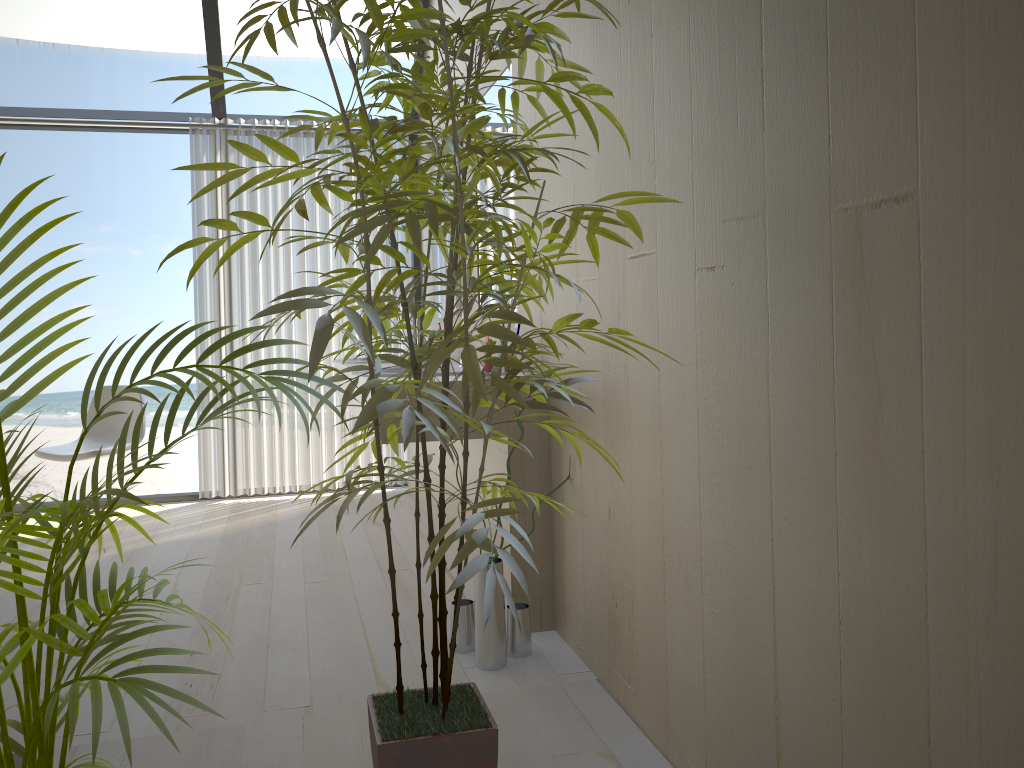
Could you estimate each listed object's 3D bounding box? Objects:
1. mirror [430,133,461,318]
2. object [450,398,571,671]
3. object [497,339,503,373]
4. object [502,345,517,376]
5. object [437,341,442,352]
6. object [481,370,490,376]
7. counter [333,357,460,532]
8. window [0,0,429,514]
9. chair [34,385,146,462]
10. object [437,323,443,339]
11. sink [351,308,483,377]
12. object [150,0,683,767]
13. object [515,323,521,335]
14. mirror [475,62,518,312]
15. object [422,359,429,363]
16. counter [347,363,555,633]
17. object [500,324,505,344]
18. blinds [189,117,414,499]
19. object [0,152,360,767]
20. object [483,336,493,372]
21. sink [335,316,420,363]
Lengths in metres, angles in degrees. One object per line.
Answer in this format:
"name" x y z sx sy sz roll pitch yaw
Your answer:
"mirror" -0.334 -0.762 4.365 0.023 0.868 0.654 -1 2 -14
"object" 0.019 0.405 2.538 0.407 0.748 0.274 -2 1 -26
"object" -0.037 -0.101 2.993 0.039 0.135 0.039 -1 1 27
"object" -0.011 -0.072 2.812 0.058 0.100 0.058 -1 1 -4
"object" -0.305 -0.144 3.982 0.058 0.100 0.058 -2 1 -7
"object" -0.104 -0.038 2.811 0.104 0.029 0.033 0 3 26
"counter" -0.567 0.277 4.395 0.550 0.790 1.207 -2 3 -14
"window" -2.682 -0.701 4.374 4.562 2.812 0.745 -2 1 -14
"chair" -2.058 0.193 4.370 0.369 0.347 0.455 -1 3 14
"object" -0.319 -0.184 3.954 0.012 0.178 0.050 -1 1 25
"sink" -0.321 -0.062 3.178 0.504 0.419 0.574 -2 3 -11
"object" -0.094 -0.034 1.546 0.786 1.755 0.936 -1 1 11
"object" 0.004 -0.113 2.808 0.054 0.175 0.012 -1 0 11
"mirror" -0.055 -0.701 3.367 0.023 0.868 0.654 -1 2 -14
"object" -0.398 -0.110 3.981 0.104 0.029 0.033 0 3 26
"counter" -0.273 0.349 3.226 0.550 0.790 1.207 -2 3 -14
"object" -0.024 -0.112 2.785 0.012 0.178 0.050 -1 1 25
"blinds" -1.152 -0.435 4.958 1.183 2.069 0.084 -2 1 -14
"object" -0.802 0.285 1.326 0.916 1.156 0.752 -1 2 20
"object" -0.079 -0.093 2.887 0.039 0.135 0.039 -1 1 27
"sink" -0.615 -0.134 4.348 0.504 0.419 0.574 -2 3 -11
